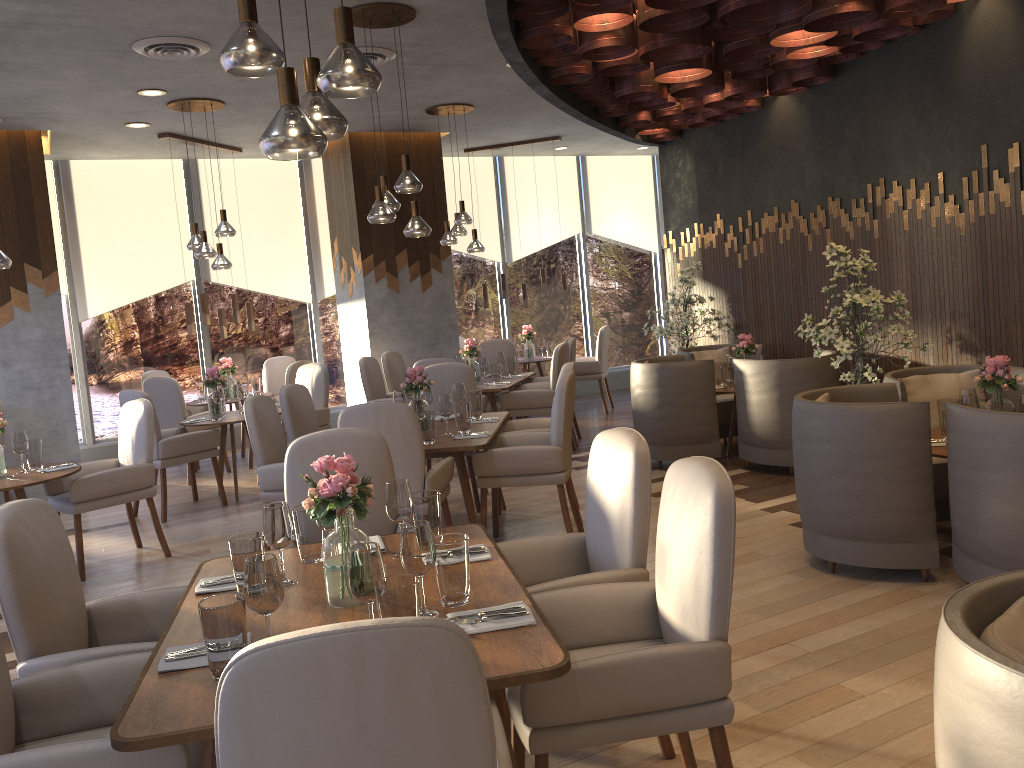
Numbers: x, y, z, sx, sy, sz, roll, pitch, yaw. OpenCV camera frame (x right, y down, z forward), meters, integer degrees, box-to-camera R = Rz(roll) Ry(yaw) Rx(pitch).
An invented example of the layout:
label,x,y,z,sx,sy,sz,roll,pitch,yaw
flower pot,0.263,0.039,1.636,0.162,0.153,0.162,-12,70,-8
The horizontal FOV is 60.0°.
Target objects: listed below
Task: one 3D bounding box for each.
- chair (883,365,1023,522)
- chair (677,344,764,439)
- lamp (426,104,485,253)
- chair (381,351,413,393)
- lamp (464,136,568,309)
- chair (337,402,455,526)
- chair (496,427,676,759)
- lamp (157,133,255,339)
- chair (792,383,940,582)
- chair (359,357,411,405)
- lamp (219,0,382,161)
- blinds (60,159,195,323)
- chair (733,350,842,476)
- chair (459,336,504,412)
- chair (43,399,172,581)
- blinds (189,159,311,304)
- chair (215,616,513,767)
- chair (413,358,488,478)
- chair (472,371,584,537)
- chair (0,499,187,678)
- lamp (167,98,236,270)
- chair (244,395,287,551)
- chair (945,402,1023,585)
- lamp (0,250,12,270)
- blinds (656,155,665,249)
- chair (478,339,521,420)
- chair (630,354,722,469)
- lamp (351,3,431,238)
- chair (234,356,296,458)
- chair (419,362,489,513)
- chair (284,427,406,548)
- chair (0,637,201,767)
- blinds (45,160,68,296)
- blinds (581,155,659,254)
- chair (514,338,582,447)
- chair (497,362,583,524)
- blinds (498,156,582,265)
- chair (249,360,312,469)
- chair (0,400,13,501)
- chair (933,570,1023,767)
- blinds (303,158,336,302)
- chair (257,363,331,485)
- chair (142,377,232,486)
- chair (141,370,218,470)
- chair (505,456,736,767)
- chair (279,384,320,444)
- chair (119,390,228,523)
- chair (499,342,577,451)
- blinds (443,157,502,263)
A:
label,x,y,z,sx,sy,sz,roll,pitch,yaw
chair,2.426,0.341,4.919,0.774,0.835,0.597,-5,5,2
chair,1.796,0.092,7.847,0.775,0.835,0.596,-7,5,-18
lamp,-0.514,-1.868,8.186,0.440,1.323,0.439,-9,6,-42
chair,-0.918,0.157,8.725,0.599,0.998,0.530,-4,5,16
lamp,0.085,-1.849,10.409,1.160,1.927,0.118,-4,4,18
chair,-0.595,0.552,4.663,0.528,0.998,0.601,-4,5,9
chair,0.155,0.674,2.861,0.600,0.998,0.529,-6,5,-15
lamp,-2.942,-1.409,8.734,0.118,1.927,1.164,-4,5,18
chair,1.702,0.463,4.361,0.595,0.835,0.776,-4,5,12
chair,-1.049,0.226,8.177,0.599,0.998,0.530,-4,5,11
lamp,-0.599,-1.251,2.336,0.439,1.323,0.440,-4,4,11
blinds,-4.047,-2.029,9.285,1.175,2.674,0.007,-7,5,-27
chair,2.094,0.206,6.501,0.775,0.835,0.596,-6,5,-13
chair,-0.363,-0.099,10.719,0.599,0.998,0.530,-4,5,15
chair,-2.542,0.630,5.555,0.528,0.998,0.601,-1,6,44
blinds,-2.948,-2.178,9.860,1.175,2.674,0.007,-7,5,-27
chair,-0.251,0.835,1.653,0.528,0.998,0.601,-6,5,-8
chair,-0.517,0.251,7.488,0.528,0.998,0.601,-4,5,16
chair,0.105,0.442,5.132,0.599,0.998,0.530,-4,5,9
chair,-1.131,0.812,2.619,0.600,0.998,0.529,-6,5,-8
lamp,-2.482,-1.590,7.177,0.440,1.323,0.440,-7,5,-20
chair,-1.220,0.542,5.281,0.599,0.998,0.529,-5,4,3
chair,2.250,0.493,3.607,0.774,0.835,0.597,-4,5,7
lamp,-3.147,-1.306,5.006,0.440,1.323,0.440,-7,5,-25
blinds,2.531,-3.312,12.713,1.175,2.674,0.007,-7,5,-27
chair,-0.172,0.053,9.100,0.528,0.998,0.601,-4,5,11
chair,1.263,0.217,7.091,0.595,0.835,0.776,-6,5,-8
lamp,-0.737,-1.554,5.358,0.440,1.323,0.440,-7,5,-22
chair,-2.568,0.228,9.436,0.528,0.998,0.601,-3,5,20
chair,-0.460,0.368,6.321,0.528,0.998,0.601,-5,5,3
chair,-0.595,0.695,3.286,0.528,0.998,0.601,-6,5,-13
chair,-1.027,0.861,2.064,0.600,0.998,0.529,-6,5,-13
blinds,-5.173,-2.154,8.690,1.175,2.674,0.007,-7,5,-27
blinds,1.438,-3.090,12.143,1.175,2.674,0.007,-7,5,-27
chair,0.348,0.078,8.422,0.599,0.998,0.530,-4,5,9
chair,0.145,0.379,5.698,0.599,0.998,0.529,-5,4,1
blinds,0.338,-2.934,11.569,1.175,2.674,0.007,-7,5,-27
chair,-2.233,0.282,8.636,0.599,0.998,0.530,-3,5,19
chair,-4.341,0.636,6.999,0.528,0.998,0.601,-4,5,17
chair,1.056,0.817,1.507,0.595,0.835,0.777,-3,5,22
blinds,-1.851,-2.352,10.432,1.175,2.674,0.007,-7,5,-27
chair,-1.901,0.344,7.761,0.528,0.998,0.601,-1,6,39
chair,-3.037,0.393,8.239,0.528,0.998,0.601,-3,5,22
chair,-3.366,0.341,9.013,0.599,0.998,0.530,-4,5,16
chair,0.281,0.721,2.306,0.600,0.998,0.529,-6,5,-8
chair,-1.159,0.479,5.842,0.599,0.998,0.530,-4,5,9
chair,-2.646,0.501,6.880,0.528,0.998,0.601,-1,6,39
chair,0.237,0.146,7.866,0.599,0.998,0.530,-4,5,16
blinds,-0.763,-2.801,10.993,1.175,2.674,0.007,-7,5,-27
